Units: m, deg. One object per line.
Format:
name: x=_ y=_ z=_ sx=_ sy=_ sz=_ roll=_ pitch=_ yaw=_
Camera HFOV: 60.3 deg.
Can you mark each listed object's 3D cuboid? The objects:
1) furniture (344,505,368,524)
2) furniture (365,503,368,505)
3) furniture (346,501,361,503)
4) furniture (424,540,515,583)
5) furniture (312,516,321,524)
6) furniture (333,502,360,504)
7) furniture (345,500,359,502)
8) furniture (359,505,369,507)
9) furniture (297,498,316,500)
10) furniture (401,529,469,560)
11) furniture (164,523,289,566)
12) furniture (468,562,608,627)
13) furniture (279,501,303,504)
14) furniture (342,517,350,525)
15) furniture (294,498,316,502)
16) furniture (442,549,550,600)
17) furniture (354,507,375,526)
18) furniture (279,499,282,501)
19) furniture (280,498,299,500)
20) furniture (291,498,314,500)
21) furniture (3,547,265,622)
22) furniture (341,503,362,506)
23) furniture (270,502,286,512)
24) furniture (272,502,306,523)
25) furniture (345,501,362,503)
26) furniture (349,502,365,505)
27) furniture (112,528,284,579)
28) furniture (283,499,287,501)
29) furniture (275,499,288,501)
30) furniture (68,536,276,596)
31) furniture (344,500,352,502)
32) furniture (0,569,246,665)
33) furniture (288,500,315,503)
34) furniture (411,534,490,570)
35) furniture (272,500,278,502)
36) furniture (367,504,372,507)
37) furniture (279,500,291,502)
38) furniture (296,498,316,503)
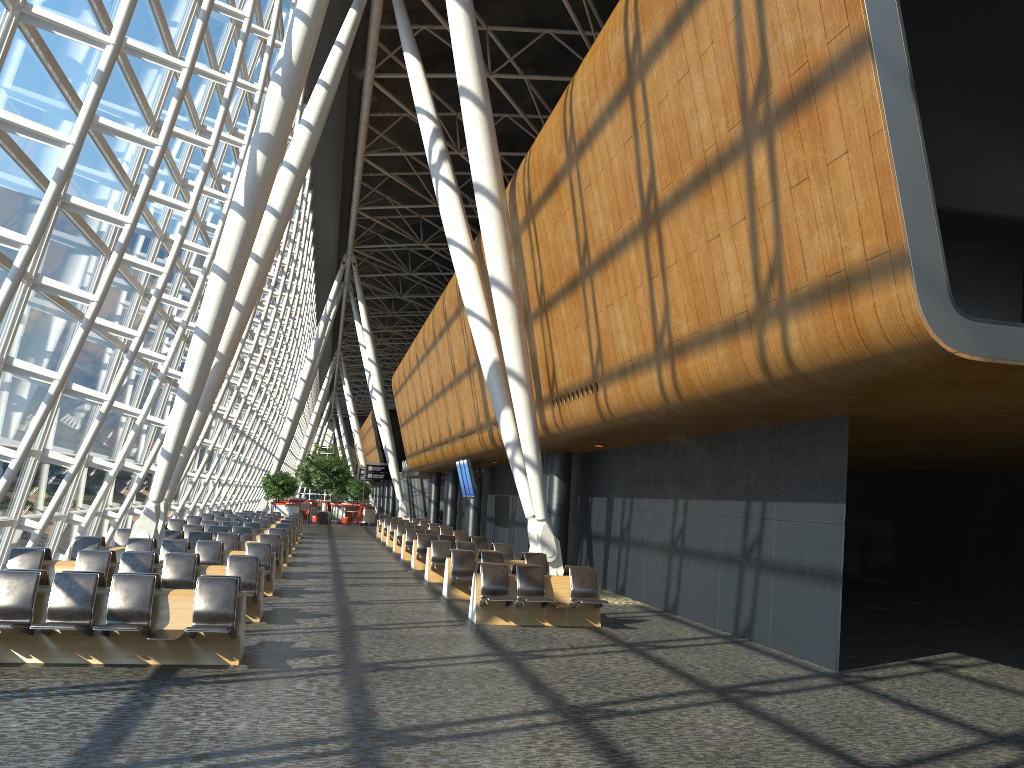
furniture: x=-9.360 y=7.770 z=52.623 sx=0.894 sy=1.004 sz=2.829 roll=7 pitch=-8 yaw=-44
furniture: x=-13.524 y=10.998 z=78.180 sx=1.899 sy=0.865 sz=1.669 roll=4 pitch=-6 yaw=-12
furniture: x=-16.033 y=12.415 z=89.913 sx=1.899 sy=0.865 sz=1.669 roll=4 pitch=-6 yaw=-12
furniture: x=-0.901 y=3.869 z=19.149 sx=1.899 sy=0.865 sz=1.669 roll=4 pitch=-6 yaw=-12
furniture: x=-10.484 y=7.271 z=47.188 sx=0.442 sy=0.458 sz=0.446 roll=0 pitch=-5 yaw=31
furniture: x=-12.029 y=9.067 z=63.506 sx=0.888 sy=1.003 sz=2.850 roll=1 pitch=-7 yaw=30
furniture: x=-17.288 y=13.124 z=95.780 sx=1.899 sy=0.865 sz=1.669 roll=4 pitch=-6 yaw=-12
furniture: x=-9.816 y=8.351 z=57.211 sx=0.888 sy=1.002 sz=2.849 roll=3 pitch=-7 yaw=1
furniture: x=-23.308 y=13.017 z=97.326 sx=3.255 sy=0.865 sz=1.669 roll=4 pitch=-6 yaw=-12
furniture: x=-2.156 y=4.577 z=25.016 sx=1.899 sy=0.865 sz=1.669 roll=4 pitch=-6 yaw=-12
furniture: x=-6.922 y=3.762 z=20.694 sx=3.255 sy=0.865 sz=1.669 roll=4 pitch=-6 yaw=-12
furniture: x=0.354 y=3.160 z=13.282 sx=1.899 sy=0.865 sz=1.669 roll=4 pitch=-6 yaw=-12
furniture: x=-13.862 y=7.936 z=55.648 sx=0.894 sy=1.004 sz=2.829 roll=7 pitch=-8 yaw=-44
furniture: x=-9.038 y=7.444 z=47.939 sx=0.443 sy=0.458 sz=0.446 roll=3 pitch=-4 yaw=1
furniture: x=-22.054 y=12.308 z=91.459 sx=3.255 sy=0.865 sz=1.669 roll=4 pitch=-6 yaw=-12
furniture: x=-0.274 y=3.515 z=16.216 sx=1.899 sy=0.865 sz=1.669 roll=4 pitch=-6 yaw=-12
furniture: x=-8.249 y=7.466 z=49.882 sx=0.888 sy=1.002 sz=2.849 roll=3 pitch=-7 yaw=1
furniture: x=-18.917 y=10.537 z=76.791 sx=3.255 sy=0.865 sz=1.669 roll=4 pitch=-6 yaw=-12
furniture: x=-20.172 y=11.246 z=82.658 sx=3.255 sy=0.865 sz=1.669 roll=4 pitch=-6 yaw=-12
furniture: x=-21.426 y=11.954 z=88.525 sx=3.255 sy=0.865 sz=1.669 roll=4 pitch=-6 yaw=-12
furniture: x=-5.040 y=2.699 z=11.894 sx=3.255 sy=0.865 sz=1.669 roll=4 pitch=-6 yaw=-12
furniture: x=-10.927 y=8.655 z=59.952 sx=0.894 sy=1.004 sz=2.829 roll=7 pitch=-8 yaw=-44
furniture: x=-13.406 y=7.355 z=51.061 sx=0.888 sy=1.002 sz=2.849 roll=3 pitch=-7 yaw=1
furniture: x=-12.295 y=7.051 z=48.319 sx=0.894 sy=1.004 sz=2.829 roll=7 pitch=-8 yaw=-44
furniture: x=-16.660 y=12.770 z=92.847 sx=1.899 sy=0.865 sz=1.669 roll=4 pitch=-6 yaw=-12
furniture: x=-14.151 y=11.353 z=81.113 sx=1.899 sy=0.865 sz=1.669 roll=4 pitch=-6 yaw=-12
furniture: x=-6.294 y=3.408 z=17.761 sx=3.255 sy=0.865 sz=1.669 roll=4 pitch=-6 yaw=-12
furniture: x=-16.316 y=8.934 z=64.179 sx=0.890 sy=1.002 sz=2.844 roll=4 pitch=-7 yaw=-14
furniture: x=-18.290 y=10.183 z=73.858 sx=3.255 sy=0.865 sz=1.669 roll=4 pitch=-6 yaw=-12
furniture: x=-5.667 y=3.053 z=14.828 sx=3.255 sy=0.865 sz=1.669 roll=4 pitch=-6 yaw=-12
furniture: x=-17.915 y=13.478 z=98.714 sx=1.899 sy=0.865 sz=1.669 roll=4 pitch=-6 yaw=-12
furniture: x=-4.413 y=2.345 z=8.961 sx=3.255 sy=0.865 sz=1.669 roll=4 pitch=-6 yaw=-12
furniture: x=-15.909 y=9.341 z=67.108 sx=0.888 sy=1.003 sz=2.850 roll=1 pitch=-7 yaw=30
furniture: x=-1.528 y=4.223 z=22.083 sx=1.899 sy=0.865 sz=1.669 roll=4 pitch=-6 yaw=-12
furniture: x=-17.663 y=9.828 z=70.924 sx=3.255 sy=0.865 sz=1.669 roll=4 pitch=-6 yaw=-12
furniture: x=-12.897 y=10.644 z=75.246 sx=1.899 sy=0.865 sz=1.669 roll=4 pitch=-6 yaw=-12
furniture: x=-14.973 y=8.240 z=58.390 sx=0.888 sy=1.002 sz=2.849 roll=3 pitch=-7 yaw=1
furniture: x=-22.681 y=12.663 z=94.392 sx=3.255 sy=0.865 sz=1.669 roll=4 pitch=-6 yaw=-12
